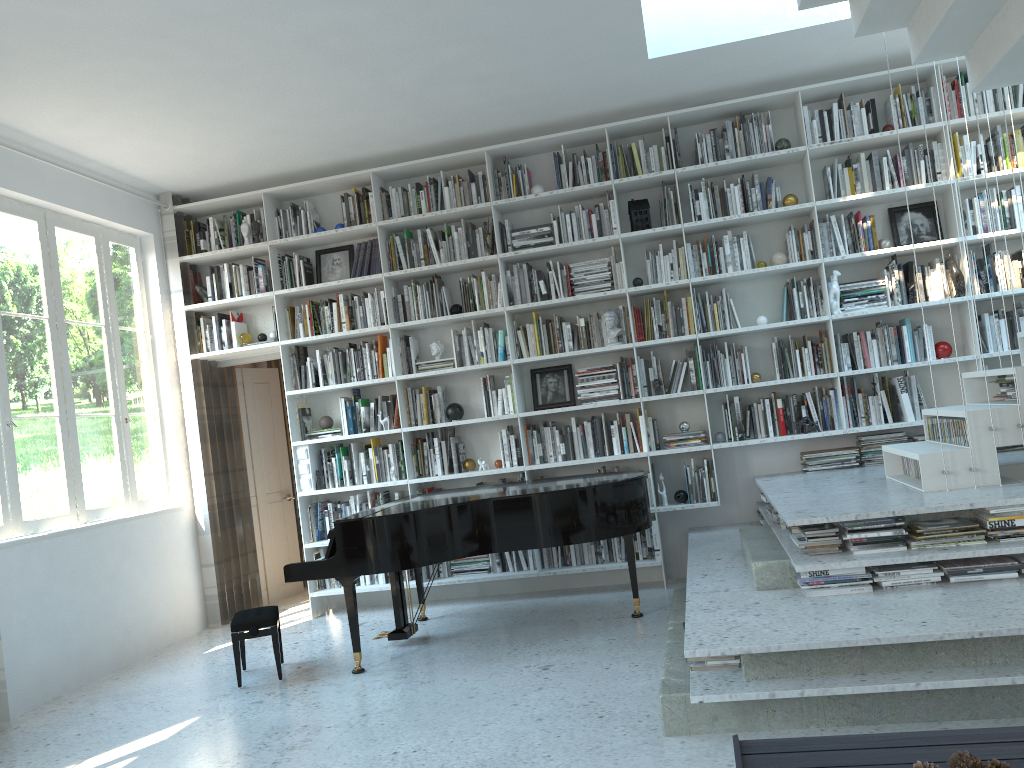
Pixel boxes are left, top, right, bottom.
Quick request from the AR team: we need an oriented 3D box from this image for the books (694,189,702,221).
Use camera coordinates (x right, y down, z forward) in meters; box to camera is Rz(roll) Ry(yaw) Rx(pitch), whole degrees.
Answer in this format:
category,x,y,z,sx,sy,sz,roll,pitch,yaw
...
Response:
category,x,y,z,sx,sy,sz,roll,pitch,yaw
books,1.266,-1.189,6.032,0.026,0.243,0.148,-8,-2,11

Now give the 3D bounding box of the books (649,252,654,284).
category,x,y,z,sx,sy,sz,roll,pitch,yaw
books,0.965,-0.777,6.099,0.024,0.242,0.159,-8,-2,11

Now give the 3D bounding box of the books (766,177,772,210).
category,x,y,z,sx,sy,sz,roll,pitch,yaw
books,1.715,-1.246,5.924,0.054,0.235,0.171,-8,-2,11

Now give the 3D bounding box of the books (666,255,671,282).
category,x,y,z,sx,sy,sz,roll,pitch,yaw
books,1.071,-0.769,6.059,0.027,0.196,0.185,-8,-2,11

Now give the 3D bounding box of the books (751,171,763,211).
category,x,y,z,sx,sy,sz,roll,pitch,yaw
books,1.642,-1.262,5.937,0.029,0.285,0.183,-8,-2,11

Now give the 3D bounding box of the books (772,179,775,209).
category,x,y,z,sx,sy,sz,roll,pitch,yaw
books,1.740,-1.240,5.928,0.048,0.216,0.182,-8,-2,11

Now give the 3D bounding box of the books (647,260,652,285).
category,x,y,z,sx,sy,sz,roll,pitch,yaw
books,0.946,-0.747,6.081,0.028,0.185,0.181,-8,-2,11

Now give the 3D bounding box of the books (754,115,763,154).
category,x,y,z,sx,sy,sz,roll,pitch,yaw
books,1.658,-1.640,5.957,0.019,0.299,0.137,-8,-2,11

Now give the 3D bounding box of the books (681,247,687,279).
category,x,y,z,sx,sy,sz,roll,pitch,yaw
books,1.175,-0.804,6.044,0.026,0.238,0.173,-8,-2,11

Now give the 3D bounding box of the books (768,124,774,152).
category,x,y,z,sx,sy,sz,roll,pitch,yaw
books,1.728,-1.604,5.929,0.014,0.208,0.188,-8,-2,11

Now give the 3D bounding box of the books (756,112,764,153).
category,x,y,z,sx,sy,sz,roll,pitch,yaw
books,1.673,-1.652,5.972,0.008,0.321,0.133,-8,-2,11

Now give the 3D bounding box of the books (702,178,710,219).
category,x,y,z,sx,sy,sz,roll,pitch,yaw
books,1.316,-1.228,6.014,0.014,0.306,0.152,-8,-2,11

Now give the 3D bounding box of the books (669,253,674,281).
category,x,y,z,sx,sy,sz,roll,pitch,yaw
books,1.091,-0.779,6.055,0.029,0.211,0.157,-8,-2,11

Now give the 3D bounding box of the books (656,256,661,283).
category,x,y,z,sx,sy,sz,roll,pitch,yaw
books,1.008,-0.765,6.085,0.023,0.207,0.171,-8,-2,11

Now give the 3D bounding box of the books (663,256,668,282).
category,x,y,z,sx,sy,sz,roll,pitch,yaw
books,1.053,-0.766,6.060,0.024,0.195,0.173,-8,-2,11

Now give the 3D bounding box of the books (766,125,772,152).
category,x,y,z,sx,sy,sz,roll,pitch,yaw
books,1.714,-1.605,5.941,0.018,0.214,0.157,-8,-2,11

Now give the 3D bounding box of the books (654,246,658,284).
category,x,y,z,sx,sy,sz,roll,pitch,yaw
books,0.993,-0.798,6.089,0.019,0.275,0.146,-8,-2,11

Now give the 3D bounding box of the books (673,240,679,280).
category,x,y,z,sx,sy,sz,roll,pitch,yaw
books,1.123,-0.824,6.058,0.028,0.293,0.154,-8,-2,11

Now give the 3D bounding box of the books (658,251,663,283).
category,x,y,z,sx,sy,sz,roll,pitch,yaw
books,1.020,-0.782,6.077,0.023,0.236,0.178,-8,-2,11

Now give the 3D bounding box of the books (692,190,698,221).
category,x,y,z,sx,sy,sz,roll,pitch,yaw
books,1.249,-1.184,6.041,0.012,0.239,0.138,-8,-2,11

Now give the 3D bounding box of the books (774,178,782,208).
category,x,y,z,sx,sy,sz,roll,pitch,yaw
books,1.779,-1.251,5.939,0.026,0.229,0.140,-8,-2,11

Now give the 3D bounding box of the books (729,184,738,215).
category,x,y,z,sx,sy,sz,roll,pitch,yaw
books,1.494,-1.217,5.980,0.023,0.236,0.149,-8,-2,11

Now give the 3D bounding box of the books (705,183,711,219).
category,x,y,z,sx,sy,sz,roll,pitch,yaw
books,1.330,-1.211,6.010,0.010,0.268,0.166,-8,-2,11

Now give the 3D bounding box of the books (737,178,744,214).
category,x,y,z,sx,sy,sz,roll,pitch,yaw
books,1.540,-1.237,5.972,0.012,0.264,0.156,-8,-2,11

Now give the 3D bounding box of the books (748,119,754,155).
category,x,y,z,sx,sy,sz,roll,pitch,yaw
books,1.603,-1.620,5.966,0.008,0.275,0.163,-8,-2,11

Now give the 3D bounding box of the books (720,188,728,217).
category,x,y,z,sx,sy,sz,roll,pitch,yaw
books,1.437,-1.201,6.009,0.028,0.223,0.142,-8,-2,11

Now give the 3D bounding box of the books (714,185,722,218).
category,x,y,z,sx,sy,sz,roll,pitch,yaw
books,1.391,-1.205,5.996,0.027,0.241,0.160,-8,-2,11

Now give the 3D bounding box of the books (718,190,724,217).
category,x,y,z,sx,sy,sz,roll,pitch,yaw
books,1.417,-1.194,6.010,0.014,0.215,0.132,-8,-2,11

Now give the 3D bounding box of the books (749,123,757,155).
category,x,y,z,sx,sy,sz,roll,pitch,yaw
books,1.620,-1.611,5.962,0.024,0.252,0.149,-8,-2,11

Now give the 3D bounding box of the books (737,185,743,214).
category,x,y,z,sx,sy,sz,roll,pitch,yaw
books,1.531,-1.214,5.972,0.011,0.222,0.159,-8,-2,11

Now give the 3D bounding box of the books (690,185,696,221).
category,x,y,z,sx,sy,sz,roll,pitch,yaw
books,1.237,-1.203,6.050,0.011,0.280,0.133,-8,-2,11

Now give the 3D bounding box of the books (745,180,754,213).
category,x,y,z,sx,sy,sz,roll,pitch,yaw
books,1.592,-1.230,5.955,0.030,0.238,0.185,-8,-2,11

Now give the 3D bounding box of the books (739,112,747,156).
category,x,y,z,sx,sy,sz,roll,pitch,yaw
books,1.558,-1.642,5.968,0.007,0.329,0.183,-8,-2,11

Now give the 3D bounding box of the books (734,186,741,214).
category,x,y,z,sx,sy,sz,roll,pitch,yaw
books,1.514,-1.206,5.961,0.021,0.209,0.181,-8,-2,11

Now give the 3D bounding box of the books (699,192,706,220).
category,x,y,z,sx,sy,sz,roll,pitch,yaw
books,1.290,-1.175,6.008,0.026,0.207,0.181,-8,-2,11

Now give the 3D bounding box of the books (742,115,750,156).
category,x,y,z,sx,sy,sz,roll,pitch,yaw
books,1.568,-1.629,5.949,0.015,0.299,0.183,-8,-2,11

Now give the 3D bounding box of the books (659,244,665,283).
category,x,y,z,sx,sy,sz,roll,pitch,yaw
books,1.030,-0.804,6.053,0.028,0.275,0.187,-8,-2,11

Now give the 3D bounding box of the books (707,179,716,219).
category,x,y,z,sx,sy,sz,roll,pitch,yaw
books,1.356,-1.227,6.021,0.021,0.296,0.138,-8,-2,11

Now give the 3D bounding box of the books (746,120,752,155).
category,x,y,z,sx,sy,sz,roll,pitch,yaw
books,1.593,-1.622,5.972,0.012,0.280,0.144,-8,-2,11

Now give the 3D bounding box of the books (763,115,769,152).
category,x,y,z,sx,sy,sz,roll,pitch,yaw
books,1.695,-1.635,5.932,0.008,0.278,0.180,-8,-2,11

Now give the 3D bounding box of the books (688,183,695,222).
category,x,y,z,sx,sy,sz,roll,pitch,yaw
books,1.221,-1.204,6.033,0.012,0.285,0.159,-8,-2,11

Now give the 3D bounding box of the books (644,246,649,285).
category,x,y,z,sx,sy,sz,roll,pitch,yaw
books,0.932,-0.794,6.107,0.018,0.285,0.159,-8,-2,11

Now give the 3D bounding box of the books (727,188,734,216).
category,x,y,z,sx,sy,sz,roll,pitch,yaw
books,1.475,-1.203,5.996,0.025,0.216,0.144,-8,-2,11

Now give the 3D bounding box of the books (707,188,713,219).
category,x,y,z,sx,sy,sz,roll,pitch,yaw
books,1.345,-1.196,6.017,0.012,0.235,0.165,-8,-2,11

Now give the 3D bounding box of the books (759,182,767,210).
category,x,y,z,sx,sy,sz,roll,pitch,yaw
books,1.678,-1.229,5.944,0.030,0.213,0.156,-8,-2,11

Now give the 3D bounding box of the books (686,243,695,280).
category,x,y,z,sx,sy,sz,roll,pitch,yaw
books,1.215,-0.817,6.029,0.028,0.251,0.190,-8,-2,11

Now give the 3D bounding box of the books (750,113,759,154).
category,x,y,z,sx,sy,sz,roll,pitch,yaw
books,1.630,-1.641,5.951,0.008,0.307,0.182,-8,-2,11

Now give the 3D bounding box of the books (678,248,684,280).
category,x,y,z,sx,sy,sz,roll,pitch,yaw
books,1.155,-0.797,6.033,0.028,0.229,0.176,-8,-2,11

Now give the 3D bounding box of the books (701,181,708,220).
category,x,y,z,sx,sy,sz,roll,pitch,yaw
books,1.307,-1.215,6.022,0.011,0.283,0.173,-8,-2,11

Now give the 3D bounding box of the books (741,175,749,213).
category,x,y,z,sx,sy,sz,roll,pitch,yaw
books,1.572,-1.251,5.978,0.012,0.285,0.159,-8,-2,11

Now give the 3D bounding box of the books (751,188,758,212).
category,x,y,z,sx,sy,sz,roll,pitch,yaw
books,1.624,-1.206,5.953,0.027,0.181,0.176,-8,-2,11

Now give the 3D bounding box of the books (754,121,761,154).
category,x,y,z,sx,sy,sz,roll,pitch,yaw
books,1.645,-1.618,5.955,0.014,0.258,0.149,-8,-2,11

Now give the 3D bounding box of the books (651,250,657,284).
category,x,y,z,sx,sy,sz,roll,pitch,yaw
books,0.981,-0.783,6.090,0.028,0.250,0.164,-8,-2,11

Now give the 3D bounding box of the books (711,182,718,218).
category,x,y,z,sx,sy,sz,roll,pitch,yaw
books,1.375,-1.220,6.024,0.012,0.276,0.133,-8,-2,11

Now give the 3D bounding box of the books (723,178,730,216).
category,x,y,z,sx,sy,sz,roll,pitch,yaw
books,1.452,-1.234,6.003,0.013,0.284,0.154,-8,-2,11

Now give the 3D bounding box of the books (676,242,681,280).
category,x,y,z,sx,sy,sz,roll,pitch,yaw
books,1.139,-0.819,6.053,0.025,0.277,0.173,-8,-2,11

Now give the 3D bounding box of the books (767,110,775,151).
category,x,y,z,sx,sy,sz,roll,pitch,yaw
books,1.732,-1.654,5.930,0.006,0.306,0.163,-8,-2,11

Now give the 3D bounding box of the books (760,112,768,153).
category,x,y,z,sx,sy,sz,roll,pitch,yaw
books,1.685,-1.643,5.940,0.013,0.297,0.188,-8,-2,11

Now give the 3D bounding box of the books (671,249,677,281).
category,x,y,z,sx,sy,sz,roll,pitch,yaw
books,1.109,-0.793,6.059,0.024,0.234,0.149,-8,-2,11
